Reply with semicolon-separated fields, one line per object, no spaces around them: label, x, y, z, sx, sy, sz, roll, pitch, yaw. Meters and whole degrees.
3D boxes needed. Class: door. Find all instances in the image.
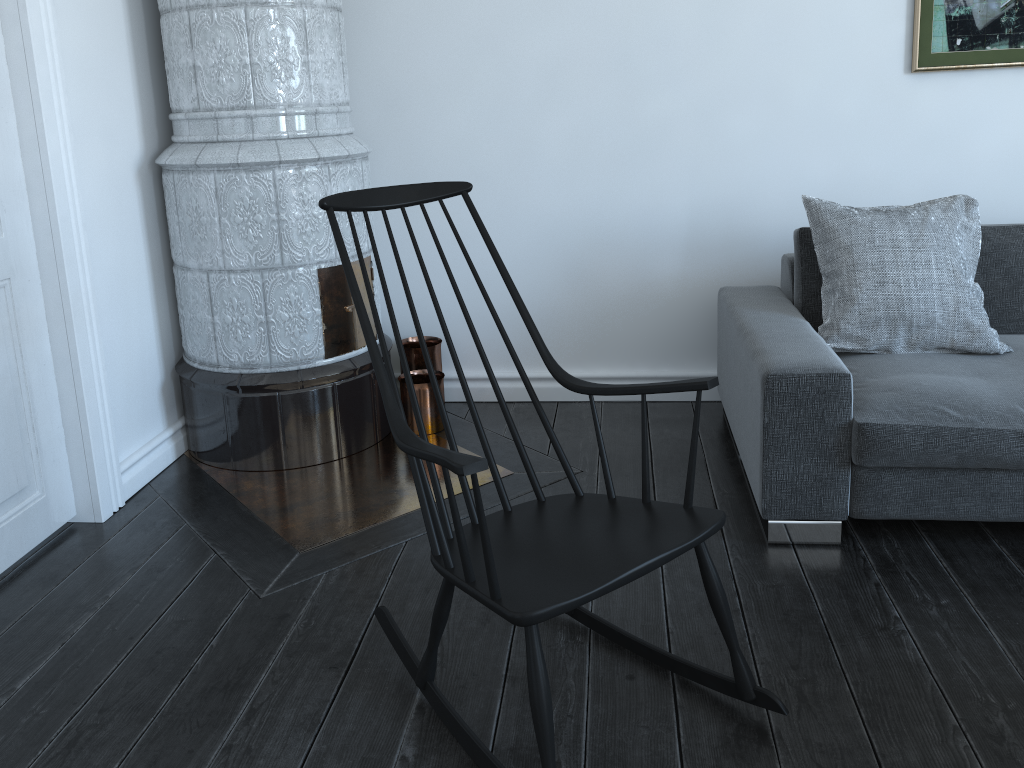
door;-1.382;-0.620;1.937;0.116;2.414;1.200;-1;13;7

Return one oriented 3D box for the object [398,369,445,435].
object;-0.329;0.068;3.257;0.174;0.194;0.176;-3;15;-3

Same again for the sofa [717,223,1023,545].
sofa;1.869;-0.080;2.585;2.371;0.706;1.115;0;16;7

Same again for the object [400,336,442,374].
object;-0.351;-0.028;3.428;0.173;0.274;0.180;-1;14;7

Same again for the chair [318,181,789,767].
chair;0.013;0.132;1.745;0.620;0.980;0.919;-13;18;-36

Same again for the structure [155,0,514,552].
structure;-0.729;-1.151;2.830;0.787;2.820;1.287;-12;16;-36

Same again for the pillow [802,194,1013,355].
pillow;1.937;-0.341;2.634;2.055;0.480;0.491;1;15;11
